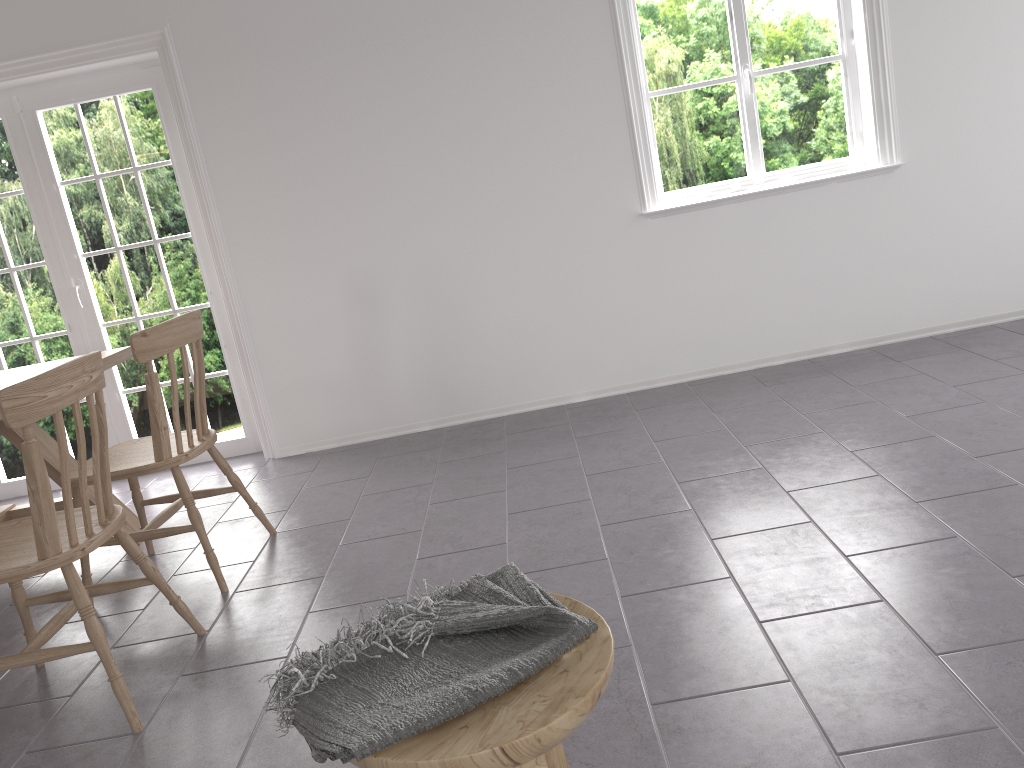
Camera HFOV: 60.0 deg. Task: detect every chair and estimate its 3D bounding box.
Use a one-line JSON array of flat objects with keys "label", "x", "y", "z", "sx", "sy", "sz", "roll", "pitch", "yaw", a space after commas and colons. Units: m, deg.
[{"label": "chair", "x": -0.024, "y": 0.627, "z": 1.323, "sx": 0.431, "sy": 0.479, "sz": 0.431, "roll": -7, "pitch": 13, "yaw": 18}, {"label": "chair", "x": -1.251, "y": 0.414, "z": 2.329, "sx": 0.519, "sy": 0.902, "sz": 0.506, "roll": -11, "pitch": 13, "yaw": 2}, {"label": "chair", "x": -1.260, "y": 0.238, "z": 3.101, "sx": 0.519, "sy": 0.902, "sz": 0.506, "roll": -10, "pitch": 13, "yaw": 7}]

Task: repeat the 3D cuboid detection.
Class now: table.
[{"label": "table", "x": -2.050, "y": 0.539, "z": 2.814, "sx": 1.001, "sy": 0.749, "sz": 2.300, "roll": -11, "pitch": 13, "yaw": 2}]

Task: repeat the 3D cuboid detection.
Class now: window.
[{"label": "window", "x": 1.125, "y": -1.505, "z": 4.262, "sx": 1.055, "sy": 1.168, "sz": 0.120, "roll": -11, "pitch": 13, "yaw": 2}]

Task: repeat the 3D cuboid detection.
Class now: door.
[{"label": "door", "x": -2.222, "y": -0.454, "z": 4.487, "sx": 1.571, "sy": 2.024, "sz": 0.115, "roll": -11, "pitch": 13, "yaw": 2}]

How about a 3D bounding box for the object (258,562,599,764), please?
[{"label": "object", "x": -0.125, "y": 0.388, "z": 1.307, "sx": 0.462, "sy": 0.120, "sz": 0.348, "roll": -18, "pitch": 14, "yaw": -27}]
